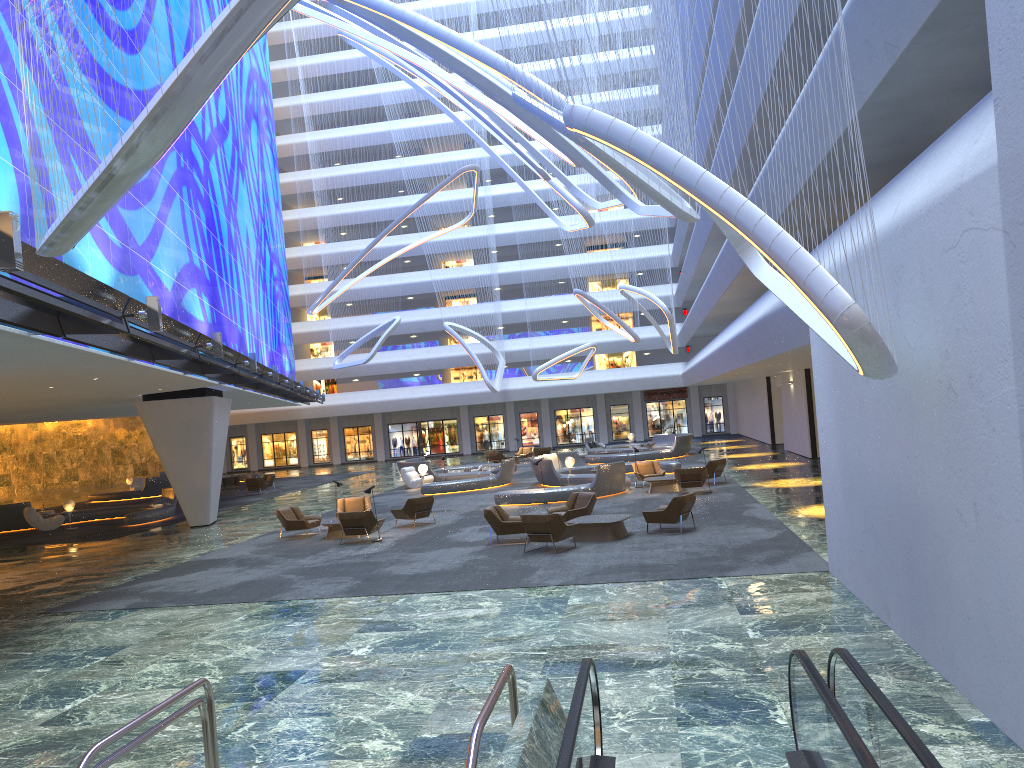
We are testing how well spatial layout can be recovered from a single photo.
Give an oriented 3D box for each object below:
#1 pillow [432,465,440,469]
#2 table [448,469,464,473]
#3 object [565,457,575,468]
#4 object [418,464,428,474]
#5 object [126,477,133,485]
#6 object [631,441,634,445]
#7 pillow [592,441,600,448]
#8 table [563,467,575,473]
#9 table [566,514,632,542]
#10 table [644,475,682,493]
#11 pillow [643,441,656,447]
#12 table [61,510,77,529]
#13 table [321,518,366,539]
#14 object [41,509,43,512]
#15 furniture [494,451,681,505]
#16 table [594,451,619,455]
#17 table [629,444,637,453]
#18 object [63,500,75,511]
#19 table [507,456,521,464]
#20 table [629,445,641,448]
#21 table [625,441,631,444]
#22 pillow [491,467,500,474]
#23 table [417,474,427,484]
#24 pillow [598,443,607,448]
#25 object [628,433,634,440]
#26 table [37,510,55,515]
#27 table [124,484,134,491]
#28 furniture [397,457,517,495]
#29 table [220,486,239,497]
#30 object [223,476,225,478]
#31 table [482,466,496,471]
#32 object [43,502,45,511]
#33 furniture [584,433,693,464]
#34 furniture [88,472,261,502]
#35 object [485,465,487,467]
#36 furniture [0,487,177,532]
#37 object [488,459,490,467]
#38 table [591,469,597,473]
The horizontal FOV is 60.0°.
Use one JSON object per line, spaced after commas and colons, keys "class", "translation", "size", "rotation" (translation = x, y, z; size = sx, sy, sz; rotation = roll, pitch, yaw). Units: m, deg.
{"class": "pillow", "translation": [-3.594, 3.826, 40.586], "size": [0.443, 0.207, 0.445], "rotation": [-4, -2, -30]}
{"class": "table", "translation": [-2.432, 3.962, 38.734], "size": [0.674, 0.406, 0.670], "rotation": [-5, -1, 28]}
{"class": "object", "translation": [2.031, 2.738, 31.074], "size": [0.367, 0.387, 0.318], "rotation": [-5, -1, 16]}
{"class": "object", "translation": [-3.445, 3.303, 34.397], "size": [0.366, 0.387, 0.318], "rotation": [-5, -1, -9]}
{"class": "object", "translation": [-20.014, 5.072, 46.378], "size": [0.367, 0.387, 0.318], "rotation": [-5, -1, 16]}
{"class": "object", "translation": [6.445, 3.158, 47.274], "size": [0.131, 0.252, 0.103], "rotation": [-5, 0, -8]}
{"class": "pillow", "translation": [4.548, 3.248, 48.013], "size": [0.315, 0.386, 0.784], "rotation": [-5, -1, 24]}
{"class": "table", "translation": [2.027, 3.231, 31.052], "size": [0.418, 0.595, 0.427], "rotation": [-5, -1, 8]}
{"class": "table", "translation": [1.800, 2.952, 18.152], "size": [1.204, 0.392, 1.202], "rotation": [-6, -2, 26]}
{"class": "table", "translation": [4.538, 2.984, 26.342], "size": [1.203, 0.392, 1.203], "rotation": [-5, -2, 8]}
{"class": "pillow", "translation": [6.903, 3.003, 44.333], "size": [0.691, 0.262, 0.878], "rotation": [-4, -2, -29]}
{"class": "table", "translation": [-15.053, 4.634, 30.215], "size": [0.428, 0.595, 0.418], "rotation": [-5, -1, 8]}
{"class": "table", "translation": [-4.045, 3.563, 21.951], "size": [1.203, 0.392, 1.203], "rotation": [-5, -2, 9]}
{"class": "object", "translation": [-18.139, 4.870, 34.201], "size": [0.151, 0.118, 0.071], "rotation": [-6, -1, 44]}
{"class": "furniture", "translation": [2.253, 2.980, 30.065], "size": [5.191, 0.969, 9.919], "rotation": [-6, -2, 25]}
{"class": "table", "translation": [4.597, 3.512, 43.064], "size": [1.203, 0.392, 1.203], "rotation": [-5, -2, 9]}
{"class": "table", "translation": [5.987, 3.307, 43.850], "size": [0.418, 0.595, 0.427], "rotation": [-5, -1, 5]}
{"class": "object", "translation": [-15.117, 4.148, 30.260], "size": [0.318, 0.387, 0.366], "rotation": [-5, -1, 16]}
{"class": "table", "translation": [-0.214, 4.020, 46.349], "size": [1.205, 0.392, 1.201], "rotation": [-6, -2, 44]}
{"class": "table", "translation": [6.554, 3.479, 47.196], "size": [0.671, 0.406, 0.673], "rotation": [-5, -1, 5]}
{"class": "table", "translation": [6.490, 3.416, 48.594], "size": [0.417, 0.595, 0.428], "rotation": [-4, -1, -38]}
{"class": "pillow", "translation": [-0.359, 3.267, 33.549], "size": [0.693, 0.262, 0.877], "rotation": [-5, -2, 17]}
{"class": "table", "translation": [-3.436, 3.793, 34.358], "size": [0.417, 0.595, 0.428], "rotation": [-5, -1, -17]}
{"class": "pillow", "translation": [4.803, 3.327, 48.270], "size": [0.684, 0.280, 0.875], "rotation": [-3, -2, -44]}
{"class": "object", "translation": [6.699, 2.956, 49.883], "size": [0.366, 0.387, 0.318], "rotation": [-5, -1, -9]}
{"class": "table", "translation": [-17.986, 5.125, 34.366], "size": [0.671, 0.406, 0.674], "rotation": [-5, -1, -4]}
{"class": "table", "translation": [-20.018, 5.564, 46.356], "size": [0.418, 0.595, 0.427], "rotation": [-5, -1, 8]}
{"class": "furniture", "translation": [-2.422, 3.576, 36.513], "size": [5.185, 0.969, 9.931], "rotation": [-5, -2, 0]}
{"class": "table", "translation": [-13.031, 4.898, 40.230], "size": [1.202, 0.392, 1.205], "rotation": [-4, -2, -27]}
{"class": "object", "translation": [-16.059, 5.181, 49.439], "size": [0.071, 0.118, 0.151], "rotation": [-5, -1, 44]}
{"class": "table", "translation": [-0.922, 3.837, 38.788], "size": [0.672, 0.406, 0.672], "rotation": [-4, -1, -29]}
{"class": "object", "translation": [-18.156, 4.757, 34.353], "size": [0.076, 0.356, 0.066], "rotation": [-5, 0, 1]}
{"class": "furniture", "translation": [6.256, 3.109, 44.665], "size": [5.186, 0.969, 9.928], "rotation": [-5, -2, 5]}
{"class": "furniture", "translation": [-18.210, 5.260, 47.884], "size": [5.191, 0.969, 9.919], "rotation": [-6, -2, 25]}
{"class": "object", "translation": [-1.148, 3.595, 38.837], "size": [0.071, 0.118, 0.151], "rotation": [-5, -1, 19]}
{"class": "furniture", "translation": [-16.593, 4.620, 32.047], "size": [9.938, 0.969, 5.181], "rotation": [-6, -2, 25]}
{"class": "object", "translation": [-1.023, 3.468, 38.908], "size": [0.066, 0.356, 0.076], "rotation": [-5, 0, -24]}
{"class": "table", "translation": [3.449, 3.252, 31.892], "size": [1.203, 0.392, 1.203], "rotation": [-5, -2, 9]}
